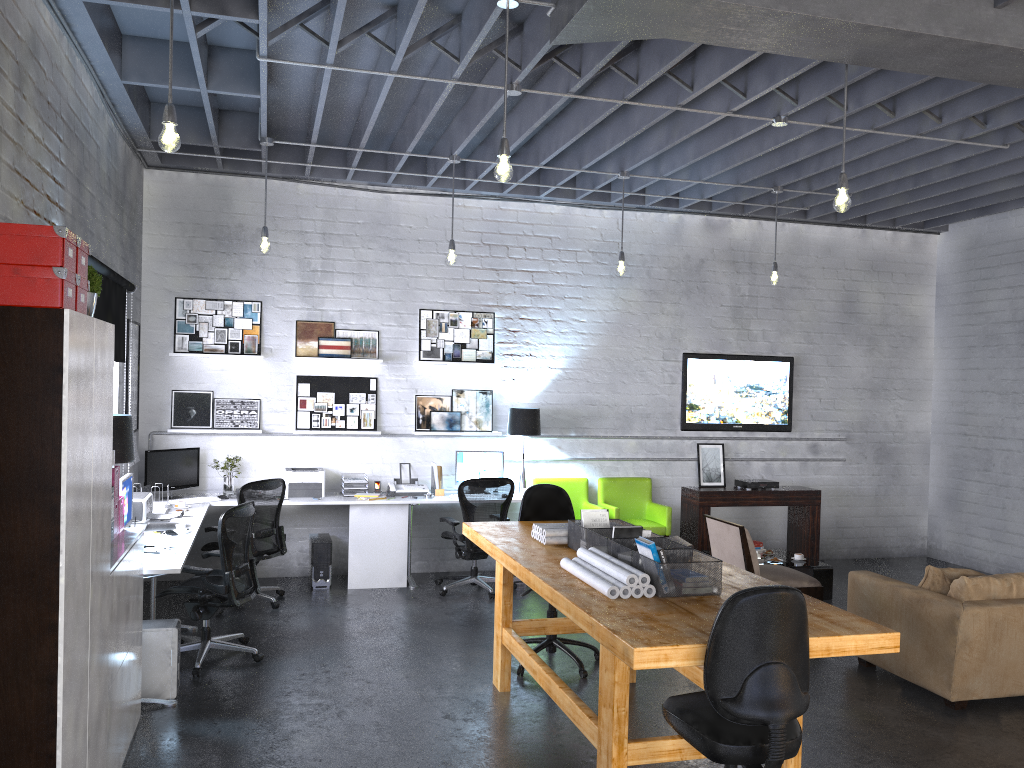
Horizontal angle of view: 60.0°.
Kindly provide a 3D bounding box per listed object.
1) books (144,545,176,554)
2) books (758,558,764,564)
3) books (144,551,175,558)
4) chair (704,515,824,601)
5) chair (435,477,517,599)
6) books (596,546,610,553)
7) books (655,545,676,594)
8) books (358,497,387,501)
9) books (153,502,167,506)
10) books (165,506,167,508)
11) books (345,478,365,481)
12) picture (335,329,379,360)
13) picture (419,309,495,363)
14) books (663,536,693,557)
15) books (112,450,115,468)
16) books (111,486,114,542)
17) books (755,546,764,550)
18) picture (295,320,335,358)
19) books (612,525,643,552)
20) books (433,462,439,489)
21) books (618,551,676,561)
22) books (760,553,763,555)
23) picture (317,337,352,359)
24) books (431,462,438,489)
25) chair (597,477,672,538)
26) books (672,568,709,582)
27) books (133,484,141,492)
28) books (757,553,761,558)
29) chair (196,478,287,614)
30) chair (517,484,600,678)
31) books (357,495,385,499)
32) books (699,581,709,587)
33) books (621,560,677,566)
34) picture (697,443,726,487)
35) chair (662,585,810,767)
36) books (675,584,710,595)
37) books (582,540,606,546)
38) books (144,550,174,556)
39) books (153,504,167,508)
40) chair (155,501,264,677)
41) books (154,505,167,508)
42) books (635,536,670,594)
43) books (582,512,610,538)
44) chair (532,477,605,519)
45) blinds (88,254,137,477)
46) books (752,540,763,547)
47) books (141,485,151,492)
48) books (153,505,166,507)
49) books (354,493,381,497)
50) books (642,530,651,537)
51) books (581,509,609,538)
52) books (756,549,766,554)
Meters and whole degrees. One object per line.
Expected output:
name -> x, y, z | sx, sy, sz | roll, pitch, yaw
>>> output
books -> -2.125, 0.978, 5.231 | 0.212, 0.010, 0.170 | 1, 0, 11
books -> 2.125, 1.580, 8.000 | 0.174, 0.045, 0.240 | 1, 0, -26
books -> -2.125, 1.000, 5.224 | 0.213, 0.012, 0.158 | 1, 0, 9
chair -> 1.948, 1.477, 6.921 | 0.725, 0.842, 0.575 | 1, 1, -16
chair -> -0.351, 1.322, 7.887 | 0.752, 1.031, 0.732 | 2, 1, 43
books -> 0.572, 0.882, 4.691 | 0.248, 0.021, 0.176 | 1, 0, -16
books -> 0.670, 0.832, 4.015 | 0.097, 0.209, 0.157 | 1, 1, -16
books -> -1.253, 1.021, 7.941 | 0.148, 0.014, 0.211 | 2, 0, 39
books -> -2.841, 0.930, 6.880 | 0.297, 0.006, 0.210 | 1, 0, -15
books -> -2.842, 0.956, 6.881 | 0.297, 0.006, 0.210 | 1, 0, -16
books -> -1.460, 0.884, 8.208 | 0.134, 0.008, 0.203 | 1, 0, -32
picture -> -1.458, -0.370, 8.333 | 0.410, 0.277, 0.036 | 1, 1, -16
picture -> -0.529, -0.459, 8.583 | 0.749, 0.503, 0.058 | 1, 1, -16
books -> 0.855, 0.910, 4.981 | 0.244, 0.067, 0.298 | 1, 0, -6
books -> -2.090, 0.461, 4.439 | 0.192, 0.267, 0.060 | 1, 1, -16
books -> -2.067, 0.636, 4.330 | 0.220, 0.271, 0.082 | 1, 1, -16
books -> 2.241, 1.536, 8.349 | 0.208, 0.024, 0.144 | 1, 0, -31
picture -> -1.828, -0.413, 8.232 | 0.355, 0.343, 0.042 | 1, 1, -16
books -> 0.581, 0.828, 4.521 | 0.158, 0.214, 0.063 | 1, 1, -16
books -> -0.721, 0.892, 8.383 | 0.043, 0.296, 0.210 | 1, 1, -16
books -> 0.663, 0.848, 4.359 | 0.232, 0.027, 0.184 | 1, 0, -44
books -> 2.224, 1.589, 8.346 | 0.223, 0.032, 0.161 | 1, 0, -36
picture -> -1.653, -0.335, 8.264 | 0.311, 0.196, 0.029 | 1, 1, -16
books -> -0.728, 0.892, 8.377 | 0.036, 0.296, 0.210 | 1, 1, -16
chair -> 1.208, 1.418, 8.871 | 0.611, 0.920, 0.516 | 1, 1, -16
books -> 0.802, 0.879, 4.074 | 0.127, 0.022, 0.181 | 1, 0, -21
books -> -3.030, 0.876, 7.189 | 0.052, 0.109, 0.133 | 1, 0, -1
books -> 2.112, 1.543, 8.018 | 0.223, 0.027, 0.161 | 1, 0, -6
chair -> -2.205, 1.273, 7.212 | 0.752, 1.031, 0.732 | 2, 1, 8
chair -> 0.302, 1.272, 5.880 | 0.659, 1.165, 0.686 | 1, 1, -17
books -> -1.265, 1.007, 7.924 | 0.211, 0.014, 0.148 | 1, 0, -41
books -> 0.804, 0.901, 4.080 | 0.141, 0.021, 0.203 | 1, 0, -14
books -> 0.671, 0.872, 4.366 | 0.250, 0.022, 0.205 | 1, 0, -11
picture -> 2.096, 0.853, 9.319 | 0.308, 0.457, 0.092 | 1, 1, -16
chair -> 0.804, 1.286, 3.358 | 0.659, 1.165, 0.686 | 1, 1, -17
books -> 0.800, 0.925, 4.079 | 0.155, 0.029, 0.226 | 1, 0, -16
books -> 0.518, 0.884, 4.907 | 0.233, 0.022, 0.184 | 1, 0, -18
books -> -2.128, 0.988, 5.226 | 0.209, 0.012, 0.158 | 1, 0, 8
books -> -2.839, 0.941, 6.876 | 0.297, 0.006, 0.210 | 1, 0, -14
chair -> -1.984, 1.280, 5.762 | 0.753, 1.031, 0.731 | 1, 1, -12
books -> -2.840, 0.946, 6.876 | 0.297, 0.006, 0.210 | 1, 0, -16
books -> 0.634, 0.819, 4.020 | 0.108, 0.234, 0.166 | 1, 1, -16
books -> 0.483, 0.832, 5.053 | 0.158, 0.200, 0.082 | 1, 1, -16
chair -> 0.539, 1.400, 8.685 | 0.611, 0.920, 0.516 | 1, 1, -16
blinds -> -2.695, 0.031, 5.861 | 0.100, 1.632, 2.119 | 1, 0, -16
books -> 2.243, 1.504, 8.340 | 0.185, 0.041, 0.129 | 1, 0, -21
books -> -2.959, 0.887, 7.176 | 0.017, 0.121, 0.184 | 1, 0, -1
books -> -2.840, 0.935, 6.876 | 0.297, 0.006, 0.210 | 1, 0, -16
books -> -1.289, 0.992, 7.914 | 0.211, 0.014, 0.148 | 1, 0, -1
books -> 0.638, 0.843, 4.569 | 0.143, 0.188, 0.061 | 1, 1, -16
books -> 0.478, 0.825, 5.083 | 0.171, 0.210, 0.046 | 1, 1, -16
books -> 2.252, 1.561, 8.348 | 0.223, 0.026, 0.161 | 2, 0, 44
